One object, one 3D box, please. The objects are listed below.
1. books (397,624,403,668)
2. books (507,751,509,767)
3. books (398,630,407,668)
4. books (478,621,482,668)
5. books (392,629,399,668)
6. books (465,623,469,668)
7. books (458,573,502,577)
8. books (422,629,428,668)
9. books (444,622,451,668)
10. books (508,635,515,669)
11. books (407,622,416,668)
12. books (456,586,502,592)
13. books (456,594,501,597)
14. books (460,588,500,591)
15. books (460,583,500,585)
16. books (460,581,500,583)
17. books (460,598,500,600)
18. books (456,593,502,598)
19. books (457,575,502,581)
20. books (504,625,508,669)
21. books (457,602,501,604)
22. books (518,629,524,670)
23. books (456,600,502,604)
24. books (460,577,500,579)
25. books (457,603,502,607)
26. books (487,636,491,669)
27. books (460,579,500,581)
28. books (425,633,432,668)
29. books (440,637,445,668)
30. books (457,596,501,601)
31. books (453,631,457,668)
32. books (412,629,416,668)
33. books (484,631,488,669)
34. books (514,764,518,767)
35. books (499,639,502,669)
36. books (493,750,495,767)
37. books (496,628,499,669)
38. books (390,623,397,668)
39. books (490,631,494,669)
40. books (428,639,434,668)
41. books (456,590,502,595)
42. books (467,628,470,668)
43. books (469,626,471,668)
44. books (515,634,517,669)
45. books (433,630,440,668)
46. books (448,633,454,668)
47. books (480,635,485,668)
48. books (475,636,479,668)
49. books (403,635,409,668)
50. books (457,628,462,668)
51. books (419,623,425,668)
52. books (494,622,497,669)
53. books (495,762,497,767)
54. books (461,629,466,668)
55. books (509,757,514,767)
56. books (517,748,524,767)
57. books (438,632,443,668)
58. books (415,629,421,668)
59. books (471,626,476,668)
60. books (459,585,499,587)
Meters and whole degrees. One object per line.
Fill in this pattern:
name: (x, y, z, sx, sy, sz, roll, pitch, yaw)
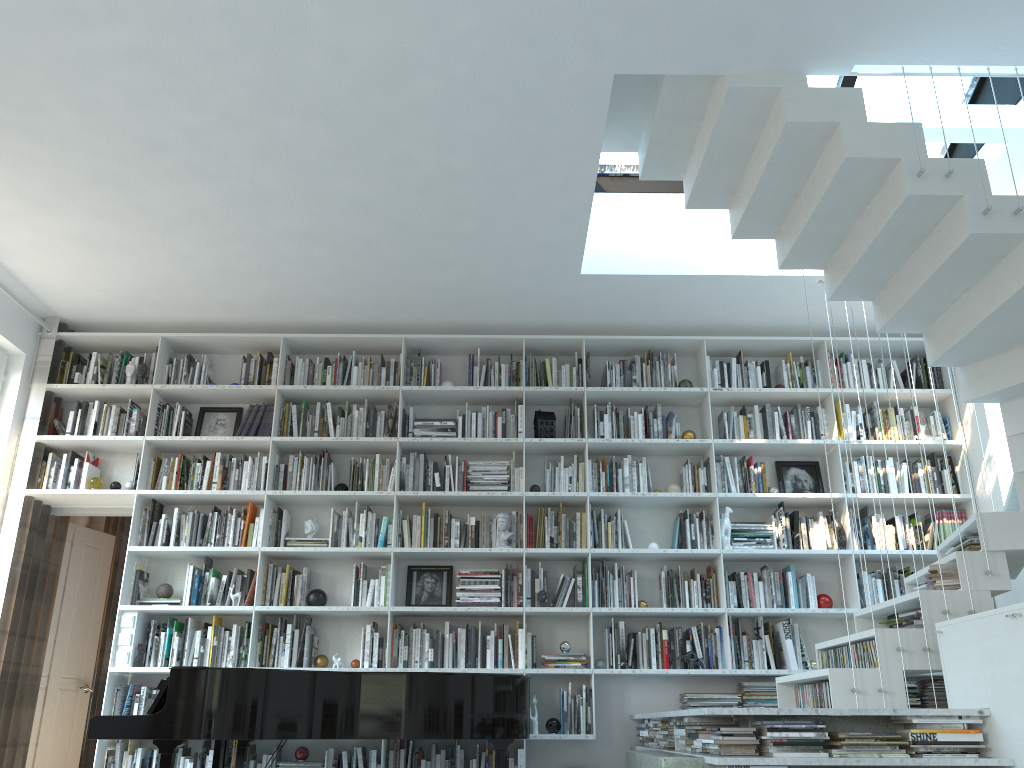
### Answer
books: (-0.710, 1.672, 5.626, 0.011, 0.274, 0.146, 0, -21, 0)
books: (-0.025, 2.357, 5.367, 0.013, 0.255, 0.177, 0, -21, 0)
books: (-0.691, 1.688, 5.609, 0.027, 0.233, 0.168, 0, -21, 0)
books: (-0.203, 1.664, 5.629, 0.012, 0.295, 0.178, 0, -21, 0)
books: (-0.730, 1.690, 5.627, 0.029, 0.243, 0.154, 0, -21, 0)
books: (-0.286, 1.675, 5.645, 0.014, 0.285, 0.135, 0, -21, 0)
books: (-0.211, 1.254, 5.785, 0.285, 0.012, 0.160, 2, -21, -5)
books: (-0.552, 1.692, 5.631, 0.021, 0.243, 0.142, 0, -21, 0)
books: (-0.411, 1.667, 5.632, 0.026, 0.290, 0.152, 0, -21, 0)
books: (-0.003, 1.702, 5.608, 0.042, 0.211, 0.170, 0, -21, 0)
books: (-0.640, 1.673, 5.646, 0.027, 0.289, 0.141, 0, -21, 0)
books: (-0.211, 1.333, 5.755, 0.285, 0.012, 0.160, -1, -21, 4)
books: (-0.212, 1.381, 5.748, 0.285, 0.012, 0.160, 0, -21, 1)
books: (-0.211, 1.345, 5.752, 0.254, 0.012, 0.161, 2, -21, -5)
books: (-0.212, 1.312, 5.768, 0.254, 0.012, 0.161, 1, -21, -3)
books: (-0.212, 1.300, 5.771, 0.254, 0.012, 0.161, 2, -21, -4)
books: (-0.212, 1.400, 5.731, 0.254, 0.012, 0.161, 2, -21, -5)
books: (-0.212, 1.369, 5.749, 0.285, 0.012, 0.160, 0, -21, 2)
books: (-0.212, 1.267, 5.788, 0.285, 0.012, 0.160, 0, -21, 2)
books: (-0.037, 1.678, 5.628, 0.026, 0.271, 0.175, 0, -21, 0)
books: (-0.212, 1.426, 5.731, 0.285, 0.012, 0.160, 1, -21, -1)
books: (0.057, 1.685, 5.610, 0.033, 0.245, 0.177, 0, -21, 0)
books: (-0.212, 1.411, 5.726, 0.285, 0.012, 0.160, -1, -21, 4)
books: (-0.212, 1.277, 5.779, 0.254, 0.012, 0.161, 2, -21, -4)
books: (-0.212, 1.433, 5.718, 0.285, 0.012, 0.160, 2, -21, -5)
books: (-0.147, 1.706, 5.609, 0.023, 0.203, 0.168, 0, -21, 0)
books: (-0.212, 1.289, 5.777, 0.254, 0.012, 0.161, 1, -21, -3)
books: (-0.530, 1.696, 5.606, 0.023, 0.216, 0.175, 0, -21, 0)
books: (-0.436, 1.707, 5.603, 0.023, 0.195, 0.165, 0, -21, 0)
books: (-0.212, 1.393, 5.746, 0.285, 0.012, 0.160, 0, -21, 0)
books: (-0.359, 1.694, 5.624, 0.031, 0.236, 0.159, 0, -21, 0)
books: (-0.615, 1.691, 5.634, 0.024, 0.246, 0.132, 0, -21, 0)
books: (-0.165, 1.696, 5.626, 0.014, 0.234, 0.155, 0, -21, 0)
books: (0.022, 2.394, 5.361, 0.023, 0.181, 0.149, 0, -21, 0)
books: (-0.072, 1.714, 5.601, 0.023, 0.182, 0.169, 0, -21, 0)
books: (-0.110, 2.355, 5.365, 0.011, 0.257, 0.172, 0, -21, 0)
books: (-0.091, 1.689, 5.637, 0.014, 0.255, 0.145, 0, -21, 0)
books: (-0.751, 1.671, 5.637, 0.012, 0.284, 0.160, 0, -21, 0)
books: (-0.123, 1.692, 5.615, 0.023, 0.233, 0.175, 0, -21, 0)
books: (-0.504, 1.710, 5.596, 0.029, 0.183, 0.175, 0, -21, 0)
books: (-0.212, 1.355, 5.747, 0.285, 0.012, 0.160, -1, -21, 4)
books: (-0.273, 1.689, 5.633, 0.011, 0.250, 0.159, 0, -21, 0)
books: (-0.262, 1.681, 5.624, 0.010, 0.260, 0.182, 0, -21, 0)
books: (0.024, 1.700, 5.610, 0.011, 0.215, 0.167, 0, -21, 0)
books: (-0.475, 1.688, 5.612, 0.029, 0.237, 0.166, 0, -21, 0)
books: (-0.386, 1.704, 5.628, 0.025, 0.219, 0.140, 0, -21, 0)
books: (-0.184, 1.705, 5.611, 0.024, 0.206, 0.184, 0, -21, 0)
books: (-0.219, 1.711, 5.622, 0.021, 0.202, 0.129, 0, -21, 0)
books: (-0.666, 1.705, 5.616, 0.024, 0.207, 0.170, 0, -21, 0)
books: (-0.331, 1.691, 5.642, 0.025, 0.253, 0.137, 0, -21, 0)
books: (-0.569, 1.667, 5.620, 0.013, 0.281, 0.167, 0, -21, 0)
books: (-0.105, 1.669, 5.636, 0.014, 0.292, 0.138, 0, -21, 0)
books: (-0.093, 2.390, 5.362, 0.024, 0.190, 0.155, 0, -21, 0)
books: (-0.306, 1.686, 5.615, 0.026, 0.244, 0.192, 0, -21, 0)
books: (-0.004, 2.373, 5.355, 0.029, 0.217, 0.191, 0, -21, 0)
books: (0.053, 2.329, 5.312, 0.038, 0.268, 0.278, 0, -21, 0)
books: (-0.454, 1.695, 5.620, 0.013, 0.229, 0.139, 0, -21, 0)
books: (-0.589, 1.685, 5.617, 0.027, 0.244, 0.180, 0, -21, 0)
books: (-0.243, 1.677, 5.618, 0.028, 0.263, 0.162, 0, -21, 0)
books: (-0.211, 1.324, 5.764, 0.254, 0.012, 0.161, -1, -21, 2)
